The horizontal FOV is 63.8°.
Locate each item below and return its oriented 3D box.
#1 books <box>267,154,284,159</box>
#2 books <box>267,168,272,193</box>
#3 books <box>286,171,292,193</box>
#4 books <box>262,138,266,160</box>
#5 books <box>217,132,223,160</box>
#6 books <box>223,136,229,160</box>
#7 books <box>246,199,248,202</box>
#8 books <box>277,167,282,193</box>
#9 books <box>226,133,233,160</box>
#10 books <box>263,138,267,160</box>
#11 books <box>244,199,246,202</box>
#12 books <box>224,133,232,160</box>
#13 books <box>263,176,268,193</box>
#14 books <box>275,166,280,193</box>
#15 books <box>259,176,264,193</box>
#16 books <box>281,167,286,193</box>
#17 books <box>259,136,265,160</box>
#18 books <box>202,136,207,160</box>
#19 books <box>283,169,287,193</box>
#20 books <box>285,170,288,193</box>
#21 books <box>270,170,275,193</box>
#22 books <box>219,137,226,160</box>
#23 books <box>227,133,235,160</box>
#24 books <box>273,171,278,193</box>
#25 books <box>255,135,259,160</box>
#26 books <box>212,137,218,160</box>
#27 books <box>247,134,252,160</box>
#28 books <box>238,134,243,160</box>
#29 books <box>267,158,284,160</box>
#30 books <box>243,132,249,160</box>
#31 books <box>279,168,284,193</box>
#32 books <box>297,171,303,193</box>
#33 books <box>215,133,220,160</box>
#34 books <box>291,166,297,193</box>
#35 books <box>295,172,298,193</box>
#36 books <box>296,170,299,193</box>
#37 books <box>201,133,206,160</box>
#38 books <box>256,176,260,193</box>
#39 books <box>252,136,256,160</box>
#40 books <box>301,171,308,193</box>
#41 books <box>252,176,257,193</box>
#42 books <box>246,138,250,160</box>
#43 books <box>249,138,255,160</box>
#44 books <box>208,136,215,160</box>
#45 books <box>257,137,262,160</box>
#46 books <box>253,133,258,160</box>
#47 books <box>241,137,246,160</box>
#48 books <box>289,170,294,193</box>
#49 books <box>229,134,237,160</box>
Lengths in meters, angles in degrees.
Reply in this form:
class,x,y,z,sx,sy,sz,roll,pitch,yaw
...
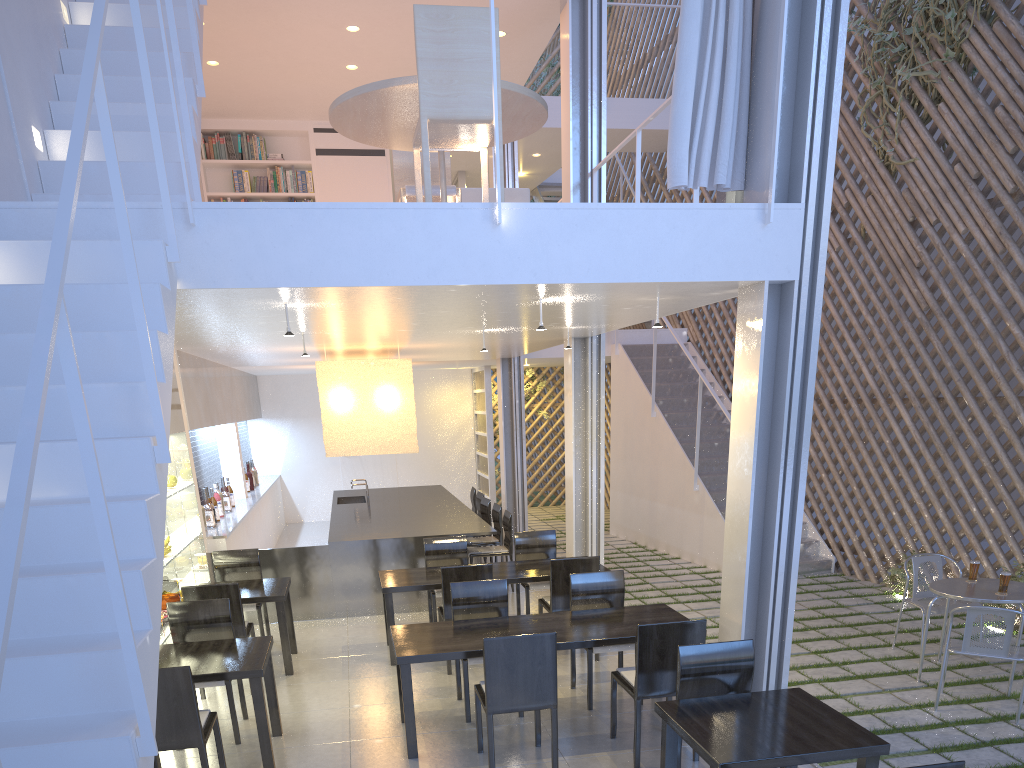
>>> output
class,x,y,z,sx,sy,sz,roll,pitch,yaw
books,-1.429,-1.372,4.976,0.094,0.022,0.059,-2,2,-5
books,-1.476,-1.229,5.018,0.015,0.154,0.072,-6,15,-12
books,-1.275,-0.455,3.660,0.034,1.756,3.363,-3,3,-2
books,-1.489,-1.398,4.952,0.006,0.131,0.083,-6,13,-12
books,-1.738,-1.406,4.908,0.011,0.166,0.075,-6,15,-12
books,-1.705,-1.395,4.912,0.007,0.139,0.088,-6,13,-12
books,-1.614,-1.044,5.046,0.011,0.157,0.079,-6,15,-12
books,-1.313,-0.449,3.683,0.023,1.811,3.301,-3,4,-3
books,-1.683,-1.403,4.919,0.024,0.157,0.076,-6,15,-11
books,-1.484,-1.402,4.960,0.006,0.139,0.066,-6,15,-12
books,-1.623,-1.044,5.045,0.008,0.157,0.076,-6,15,-12
books,-1.692,-1.403,4.917,0.024,0.157,0.076,-6,15,-11
books,-1.504,-1.207,5.027,0.040,0.109,0.057,-5,14,-11
books,-1.427,-1.236,5.023,0.011,0.166,0.075,-6,15,-12
books,-1.526,-1.206,5.025,0.040,0.109,0.057,-5,14,-11
books,-1.309,-0.450,3.683,0.023,1.811,3.305,-3,4,-2
books,-1.500,-1.402,4.947,0.015,0.139,0.087,-6,13,-12
books,-1.822,-1.388,4.894,0.006,0.133,0.087,-6,13,-12
books,-1.384,-1.228,5.027,0.008,0.145,0.087,-6,14,-12
books,-1.318,-0.441,3.676,0.025,1.793,3.331,-2,4,-1
books,-1.332,-0.453,3.634,0.123,1.756,3.384,-3,3,-3
books,-1.720,-1.391,4.912,0.020,0.133,0.084,-6,13,-12
books,-1.674,-1.404,4.920,0.024,0.157,0.076,-6,15,-11
books,-1.343,-0.436,3.679,0.030,1.785,3.309,-3,4,-3
books,-1.527,-1.404,4.941,0.008,0.145,0.087,-6,14,-12
books,-1.768,-1.393,4.913,0.021,0.141,0.064,-6,15,-11
books,-1.571,-1.406,4.935,0.010,0.152,0.081,-6,14,-12
books,-1.627,-1.405,4.930,0.027,0.155,0.072,-6,15,-11
books,-1.432,-1.349,4.988,0.094,0.022,0.059,-2,2,-10
books,-1.591,-1.411,4.931,0.015,0.165,0.080,-6,15,-12
books,-1.320,-0.447,3.681,0.024,1.806,3.308,-3,4,-2
books,-1.265,-0.453,3.659,0.037,1.759,3.386,-2,3,0
books,-1.750,-1.401,4.906,0.011,0.157,0.079,-6,15,-12
books,-1.294,-0.454,3.671,0.030,1.818,3.348,-2,4,0
books,-1.321,-1.223,5.047,0.006,0.130,0.074,-6,14,-12
books,-1.284,-0.442,3.680,0.024,1.793,3.325,-2,4,0
books,-1.833,-1.397,4.892,0.015,0.154,0.081,-6,15,-12
books,-1.547,-1.205,5.019,0.040,0.109,0.057,-5,14,-11
books,-1.543,-1.400,4.939,0.005,0.139,0.087,-6,13,-12
books,-1.252,-0.459,3.677,0.045,1.748,3.355,-2,3,0
books,-1.568,-1.204,5.018,0.040,0.109,0.057,-5,14,-11
books,-1.580,-1.394,4.941,0.006,0.130,0.074,-6,14,-12
books,-1.557,-1.396,4.943,0.018,0.131,0.078,-6,14,-12
books,-1.789,-1.392,4.910,0.021,0.141,0.064,-6,15,-11
books,-1.515,-1.399,4.946,0.015,0.134,0.085,-6,13,-12
books,-1.537,-1.409,4.940,0.009,0.157,0.082,-6,15,-12
books,-1.606,-1.397,4.932,0.015,0.137,0.081,-6,14,-12
books,-1.278,-0.474,3.661,0.029,1.721,3.352,-2,3,-2
books,-1.665,-1.404,4.922,0.024,0.157,0.076,-6,15,-11
